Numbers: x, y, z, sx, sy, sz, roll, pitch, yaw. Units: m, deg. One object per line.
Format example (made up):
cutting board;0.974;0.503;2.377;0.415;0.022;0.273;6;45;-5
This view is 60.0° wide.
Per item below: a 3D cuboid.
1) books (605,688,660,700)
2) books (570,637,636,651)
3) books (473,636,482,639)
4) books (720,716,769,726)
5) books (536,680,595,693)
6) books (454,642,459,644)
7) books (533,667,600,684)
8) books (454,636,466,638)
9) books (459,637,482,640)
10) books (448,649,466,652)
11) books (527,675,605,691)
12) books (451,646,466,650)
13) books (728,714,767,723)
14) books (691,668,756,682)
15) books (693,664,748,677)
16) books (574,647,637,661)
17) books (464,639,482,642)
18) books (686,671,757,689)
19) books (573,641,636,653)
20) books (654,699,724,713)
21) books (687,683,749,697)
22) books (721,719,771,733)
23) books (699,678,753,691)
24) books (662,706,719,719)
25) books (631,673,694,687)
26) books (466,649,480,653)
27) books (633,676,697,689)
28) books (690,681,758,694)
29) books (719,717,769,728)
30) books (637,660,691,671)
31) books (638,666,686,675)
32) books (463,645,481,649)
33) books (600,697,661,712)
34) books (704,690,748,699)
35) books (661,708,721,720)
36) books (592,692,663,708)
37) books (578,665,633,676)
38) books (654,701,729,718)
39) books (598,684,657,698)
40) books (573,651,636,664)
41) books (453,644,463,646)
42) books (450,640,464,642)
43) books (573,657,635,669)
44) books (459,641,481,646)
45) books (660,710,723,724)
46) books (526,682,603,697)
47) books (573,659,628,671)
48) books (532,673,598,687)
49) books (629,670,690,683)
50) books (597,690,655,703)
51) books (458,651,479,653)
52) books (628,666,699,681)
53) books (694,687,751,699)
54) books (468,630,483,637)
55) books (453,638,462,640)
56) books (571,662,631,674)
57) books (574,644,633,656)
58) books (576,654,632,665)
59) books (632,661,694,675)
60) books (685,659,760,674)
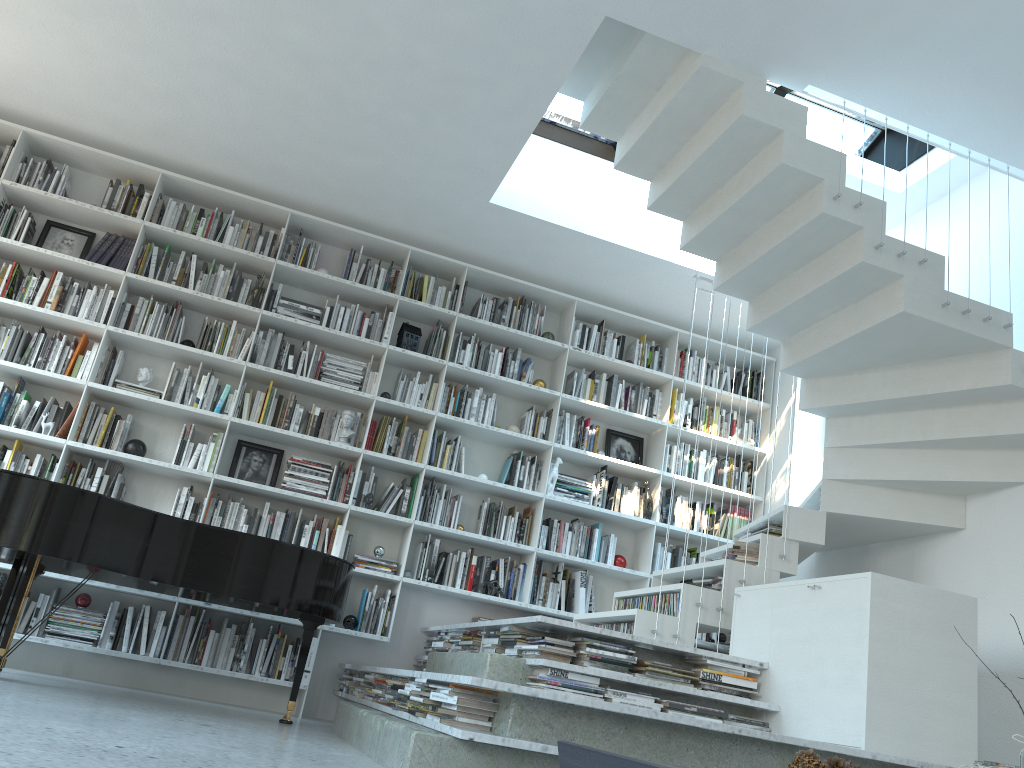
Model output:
books;0.483;1.310;3.758;0.242;0.005;0.153;15;-20;-13
books;0.400;1.152;3.919;0.261;0.016;0.129;16;-20;-15
books;-0.142;1.405;4.869;0.129;0.013;0.297;16;-20;-16
books;0.991;1.474;3.896;0.229;0.014;0.133;16;-20;-15
books;0.219;1.250;3.670;0.210;0.012;0.168;14;-20;-10
books;-0.245;1.508;5.120;0.144;0.013;0.221;14;-20;-11
books;0.225;1.213;3.686;0.234;0.025;0.158;17;-21;-19
books;-0.241;1.479;5.130;0.149;0.013;0.220;14;-20;-11
books;-0.168;1.408;4.859;0.187;0.009;0.261;16;-20;-15
books;-0.265;1.551;5.101;0.164;0.023;0.243;14;-20;-10
books;0.219;1.240;3.678;0.292;0.012;0.160;14;-20;-11
books;-0.251;1.534;5.111;0.154;0.018;0.221;16;-20;-15
books;0.993;1.464;3.899;0.215;0.007;0.131;15;-20;-12
books;0.946;1.319;4.023;0.261;0.012;0.180;14;-20;-10
books;0.947;1.304;4.035;0.192;0.024;0.168;14;-20;-9
books;0.404;1.180;3.870;0.230;0.015;0.190;14;-20;-9
books;-0.164;1.420;4.858;0.161;0.012;0.255;14;-20;-10
books;0.940;1.341;4.023;0.284;0.030;0.177;15;-20;-13
books;0.404;1.157;3.896;0.228;0.009;0.159;17;-21;-18
books;0.745;1.383;3.816;0.275;0.008;0.177;15;-20;-14
books;0.928;1.386;4.021;0.262;0.016;0.132;17;-21;-19
books;0.990;1.492;3.880;0.234;0.017;0.152;15;-20;-13
books;0.933;1.364;4.024;0.268;0.014;0.160;16;-20;-15
books;0.742;1.414;3.824;0.273;0.009;0.129;14;-20;-11
books;0.646;1.318;3.947;0.294;0.014;0.134;17;-21;-17
books;-0.155;1.470;4.846;0.138;0.017;0.238;16;-20;-15
books;0.651;1.321;3.925;0.287;0.005;0.165;14;-20;-9
books;0.938;1.368;4.002;0.281;0.008;0.182;14;-20;-9
books;0.991;1.482;3.887;0.225;0.007;0.133;14;-20;-10
books;0.664;1.252;3.949;0.203;0.011;0.173;17;-21;-19
books;0.656;1.277;3.953;0.179;0.010;0.160;15;-20;-12
books;-0.164;1.451;4.849;0.159;0.018;0.203;16;-20;-16
books;0.481;1.345;3.729;0.232;0.019;0.170;17;-21;-19
books;0.929;1.403;4.000;0.220;0.011;0.178;16;-20;-16
books;0.746;1.415;3.806;0.254;0.005;0.161;17;-21;-18
books;0.480;1.333;3.744;0.273;0.012;0.159;16;-20;-16
books;0.388;1.251;3.858;0.216;0.015;0.178;16;-20;-16
books;0.752;1.394;3.805;0.288;0.018;0.190;16;-20;-15
books;0.484;1.302;3.763;0.220;0.013;0.149;16;-20;-15
books;0.396;1.197;3.886;0.260;0.009;0.153;14;-20;-11
books;-0.244;1.521;5.117;0.150;0.013;0.216;15;-20;-14
books;-0.250;1.496;5.122;0.167;0.008;0.235;16;-20;-15
books;0.396;1.215;3.866;0.215;0.013;0.190;16;-20;-15
books;-0.169;1.432;4.852;0.179;0.017;0.294;15;-20;-13
books;0.746;1.424;3.797;0.250;0.018;0.178;14;-20;-11
books;0.214;1.265;3.672;0.285;0.008;0.160;16;-20;-16
books;0.386;1.233;3.884;0.208;0.012;0.132;17;-21;-18
books;0.217;1.233;3.693;0.257;0.010;0.132;14;-20;-10
books;0.654;1.300;3.937;0.215;0.015;0.177;15;-20;-13
books;0.479;1.322;3.759;0.211;0.018;0.135;14;-20;-11
books;-0.179;1.478;4.836;0.178;0.014;0.248;16;-20;-16
books;0.661;1.282;3.928;0.273;0.014;0.188;17;-21;-19
books;0.927;1.396;4.012;0.259;0.009;0.153;17;-21;-17
books;-0.149;1.383;4.873;0.139;0.028;0.262;14;-20;-9
books;-0.243;1.490;5.126;0.160;0.010;0.180;15;-20;-14
books;0.386;1.243;3.875;0.227;0.012;0.149;16;-20;-16
books;0.399;1.172;3.899;0.221;0.018;0.154;15;-20;-13
books;0.395;1.206;3.880;0.210;0.012;0.168;15;-20;-13
books;0.660;1.265;3.951;0.246;0.013;0.173;16;-20;-15
books;0.953;1.284;4.031;0.286;0.013;0.181;17;-21;-19
